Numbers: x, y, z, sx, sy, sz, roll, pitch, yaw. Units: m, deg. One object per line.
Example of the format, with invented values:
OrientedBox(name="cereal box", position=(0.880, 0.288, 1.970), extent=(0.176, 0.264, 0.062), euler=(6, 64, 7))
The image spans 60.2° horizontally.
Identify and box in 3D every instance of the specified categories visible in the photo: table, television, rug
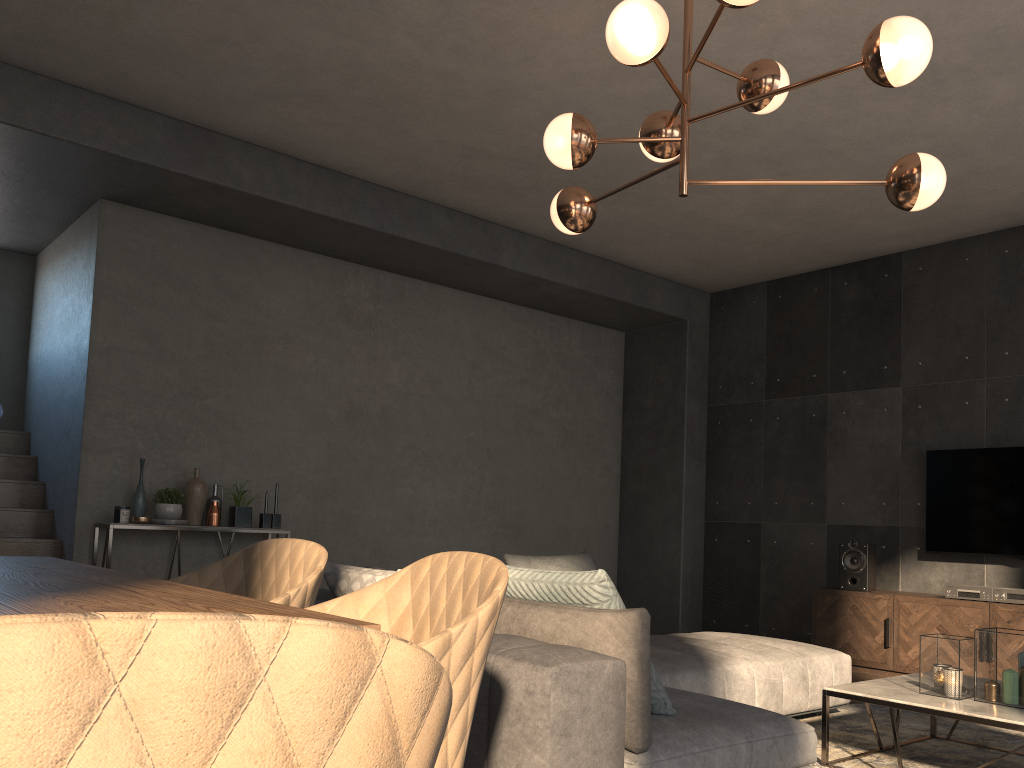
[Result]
OrientedBox(name="table", position=(-0.923, 0.661, 1.243), extent=(0.773, 0.763, 1.472), euler=(8, -10, -39))
OrientedBox(name="table", position=(1.850, 1.344, 3.352), extent=(0.936, 0.306, 0.934), euler=(10, -11, -39))
OrientedBox(name="television", position=(3.328, 0.773, 5.723), extent=(0.057, 0.730, 1.271), euler=(6, -8, -39))
OrientedBox(name="table", position=(-1.953, 1.278, 5.400), extent=(1.107, 0.814, 0.300), euler=(9, -8, -40))
OrientedBox(name="rug", position=(1.363, 1.467, 3.251), extent=(3.162, 0.020, 1.737), euler=(10, -12, -39))

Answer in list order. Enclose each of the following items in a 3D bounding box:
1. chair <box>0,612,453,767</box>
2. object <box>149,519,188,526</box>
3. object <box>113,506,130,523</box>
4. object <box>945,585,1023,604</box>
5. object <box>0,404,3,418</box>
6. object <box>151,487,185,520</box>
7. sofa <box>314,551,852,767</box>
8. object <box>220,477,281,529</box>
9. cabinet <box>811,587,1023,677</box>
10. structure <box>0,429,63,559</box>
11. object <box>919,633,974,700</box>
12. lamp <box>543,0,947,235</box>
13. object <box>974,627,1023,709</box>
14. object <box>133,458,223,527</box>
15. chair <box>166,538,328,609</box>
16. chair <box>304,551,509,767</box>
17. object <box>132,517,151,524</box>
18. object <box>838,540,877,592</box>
OrientedBox(name="chair", position=(-0.332, 0.537, 0.543), extent=(0.558, 0.830, 0.512), euler=(7, -7, -35))
OrientedBox(name="object", position=(-2.065, 0.829, 5.298), extent=(0.229, 0.031, 0.230), euler=(9, -11, -34))
OrientedBox(name="object", position=(-2.271, 0.762, 5.140), extent=(0.084, 0.097, 0.085), euler=(1, -6, 8))
OrientedBox(name="object", position=(3.056, 1.319, 5.519), extent=(0.272, 0.087, 0.575), euler=(10, -12, -39))
OrientedBox(name="object", position=(-0.929, 0.075, 1.276), extent=(0.298, 0.406, 0.331), euler=(0, -7, 20))
OrientedBox(name="object", position=(-2.058, 0.731, 5.305), extent=(0.187, 0.226, 0.197), euler=(-1, -7, 29))
OrientedBox(name="sofa", position=(0.527, 1.109, 3.641), extent=(2.928, 0.777, 2.032), euler=(10, -12, -40))
OrientedBox(name="object", position=(-1.689, 0.747, 5.641), extent=(0.401, 0.335, 0.318), euler=(2, -7, 2))
OrientedBox(name="cabinet", position=(3.096, 1.645, 5.540), extent=(0.543, 0.546, 2.418), euler=(8, -11, -39))
OrientedBox(name="structure", position=(-3.476, 0.859, 5.077), extent=(1.515, 1.411, 2.269), euler=(8, -10, -39))
OrientedBox(name="object", position=(1.659, 1.072, 3.359), extent=(0.150, 0.219, 0.149), euler=(7, -8, -40))
OrientedBox(name="lamp", position=(0.656, -1.145, 2.984), extent=(1.464, 1.030, 1.024), euler=(-1, -8, 26))
OrientedBox(name="object", position=(1.844, 1.041, 3.245), extent=(0.197, 0.259, 0.200), euler=(7, -8, -40))
OrientedBox(name="object", position=(-1.999, 0.669, 5.400), extent=(0.565, 0.387, 0.225), euler=(10, -9, -44))
OrientedBox(name="chair", position=(-0.703, 0.739, 1.861), extent=(0.556, 0.830, 0.513), euler=(-3, -8, 44))
OrientedBox(name="chair", position=(-0.306, 0.679, 1.396), extent=(0.512, 0.830, 0.558), euler=(6, -7, -30))
OrientedBox(name="object", position=(-2.158, 0.794, 5.141), extent=(0.100, 0.041, 0.099), euler=(10, -11, -41))
OrientedBox(name="object", position=(2.442, 1.280, 6.245), extent=(0.198, 0.351, 0.251), euler=(-1, -7, 35))
